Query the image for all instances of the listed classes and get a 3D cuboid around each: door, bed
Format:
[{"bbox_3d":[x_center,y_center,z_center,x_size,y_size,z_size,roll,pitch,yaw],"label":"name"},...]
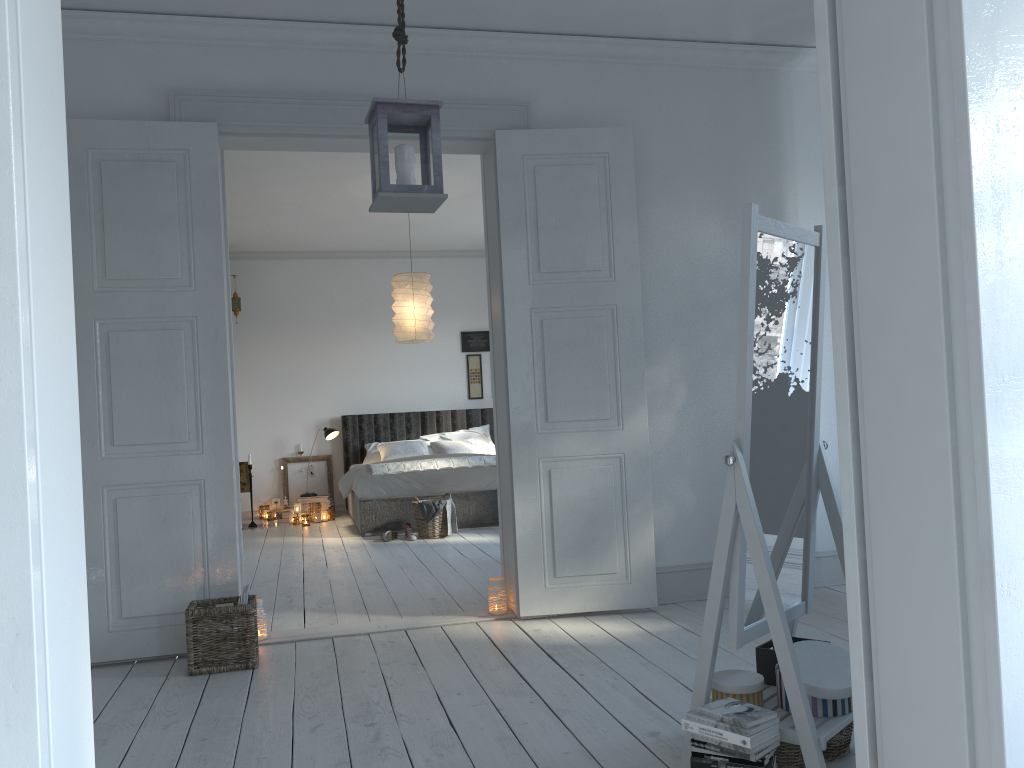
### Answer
[{"bbox_3d":[0.015,-0.211,1.330,2.598,2.505,0.578,-3,-1,-13],"label":"door"},{"bbox_3d":[-0.739,0.780,8.687,1.888,1.046,2.177,-3,-2,-14],"label":"bed"},{"bbox_3d":[-0.685,-0.085,4.262,2.598,2.505,0.578,-3,-1,-13],"label":"door"}]

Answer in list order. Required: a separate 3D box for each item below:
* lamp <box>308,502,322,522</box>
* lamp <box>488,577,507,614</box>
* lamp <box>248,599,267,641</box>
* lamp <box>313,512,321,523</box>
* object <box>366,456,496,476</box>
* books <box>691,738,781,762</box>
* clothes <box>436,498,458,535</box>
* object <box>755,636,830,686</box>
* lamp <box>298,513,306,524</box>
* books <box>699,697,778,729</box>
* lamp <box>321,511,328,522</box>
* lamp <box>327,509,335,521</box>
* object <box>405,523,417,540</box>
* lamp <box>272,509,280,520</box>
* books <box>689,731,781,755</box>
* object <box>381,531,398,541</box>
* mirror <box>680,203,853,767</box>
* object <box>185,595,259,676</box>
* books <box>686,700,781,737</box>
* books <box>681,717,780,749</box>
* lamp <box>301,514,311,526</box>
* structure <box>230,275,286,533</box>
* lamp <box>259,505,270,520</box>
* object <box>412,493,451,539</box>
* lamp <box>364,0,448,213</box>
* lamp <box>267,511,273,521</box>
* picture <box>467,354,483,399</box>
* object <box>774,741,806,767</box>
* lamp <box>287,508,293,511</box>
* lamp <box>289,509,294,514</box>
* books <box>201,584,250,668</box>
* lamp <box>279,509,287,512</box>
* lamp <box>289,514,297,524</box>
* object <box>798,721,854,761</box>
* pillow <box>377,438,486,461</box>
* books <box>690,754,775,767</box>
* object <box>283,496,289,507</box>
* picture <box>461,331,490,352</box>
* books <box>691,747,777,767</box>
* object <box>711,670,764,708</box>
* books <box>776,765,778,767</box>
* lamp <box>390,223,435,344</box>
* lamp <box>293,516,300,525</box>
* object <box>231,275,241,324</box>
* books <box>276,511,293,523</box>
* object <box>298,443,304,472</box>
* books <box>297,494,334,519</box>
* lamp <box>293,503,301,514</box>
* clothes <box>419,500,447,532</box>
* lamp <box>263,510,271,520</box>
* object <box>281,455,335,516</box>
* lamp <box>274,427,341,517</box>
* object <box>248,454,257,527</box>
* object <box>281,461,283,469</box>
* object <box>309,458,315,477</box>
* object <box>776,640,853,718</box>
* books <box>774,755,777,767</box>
[{"bbox_3d":[-1.962,1.279,8.851,0.117,0.188,0.121,-3,-1,29],"label":"lamp"},{"bbox_3d":[-0.072,1.044,4.368,0.089,0.166,0.089,-3,-1,-21],"label":"lamp"},{"bbox_3d":[-1.180,1.088,4.091,0.093,0.179,0.093,-2,-1,-31],"label":"lamp"},{"bbox_3d":[-1.921,1.318,8.745,0.081,0.098,0.080,-3,-1,21],"label":"lamp"},{"bbox_3d":[-0.553,0.708,7.865,1.460,0.104,0.405,-3,-2,-14],"label":"object"},{"bbox_3d":[0.552,0.886,2.192,0.177,0.016,0.128,-5,-2,43],"label":"books"},{"bbox_3d":[-0.622,1.092,7.273,0.283,0.288,0.235,-4,-1,26],"label":"clothes"},{"bbox_3d":[0.820,0.810,2.580,0.155,0.103,0.165,-4,-2,41],"label":"object"},{"bbox_3d":[-2.069,1.326,8.750,0.081,0.098,0.080,-3,-1,21],"label":"lamp"},{"bbox_3d":[0.557,0.811,2.188,0.111,0.014,0.156,-2,-2,-34],"label":"books"},{"bbox_3d":[-1.868,1.318,8.815,0.081,0.098,0.080,-3,-1,21],"label":"lamp"},{"bbox_3d":[-1.818,1.314,8.896,0.080,0.107,0.080,-2,-1,-41],"label":"lamp"},{"bbox_3d":[-0.828,1.208,7.238,0.083,0.122,0.222,-3,-2,-14],"label":"object"},{"bbox_3d":[-2.463,1.362,9.246,0.080,0.098,0.081,-2,-2,-42],"label":"lamp"},{"bbox_3d":[0.551,0.870,2.195,0.128,0.016,0.181,-1,-2,-42],"label":"books"},{"bbox_3d":[-1.031,1.235,7.235,0.120,0.084,0.222,-3,-2,15],"label":"object"},{"bbox_3d":[0.745,0.288,2.443,0.417,1.488,0.610,-4,-1,41],"label":"mirror"},{"bbox_3d":[-1.208,1.044,3.710,0.270,0.265,0.224,-3,-1,-13],"label":"object"},{"bbox_3d":[0.546,0.827,2.198,0.132,0.017,0.187,-1,-2,-40],"label":"books"},{"bbox_3d":[0.541,0.849,2.199,0.128,0.026,0.200,-1,-2,-42],"label":"books"},{"bbox_3d":[-1.986,1.311,8.532,0.081,0.106,0.081,-2,-1,-37],"label":"lamp"},{"bbox_3d":[-2.971,0.084,8.756,1.248,2.835,0.800,-3,-1,31],"label":"structure"},{"bbox_3d":[-2.604,1.350,9.332,0.107,0.141,0.108,-2,-1,-41],"label":"lamp"},{"bbox_3d":[-0.655,1.084,7.288,0.319,0.351,0.319,-3,-1,18],"label":"object"},{"bbox_3d":[-0.395,-1.479,2.982,0.228,1.761,0.228,-3,-1,-17],"label":"lamp"},{"bbox_3d":[-2.496,1.364,9.146,0.063,0.091,0.073,-3,-1,19],"label":"lamp"},{"bbox_3d":[-0.415,-0.082,9.954,0.165,0.504,0.020,-3,-1,-13],"label":"picture"},{"bbox_3d":[0.676,0.973,2.386,0.185,0.140,0.295,-2,-2,-42],"label":"object"},{"bbox_3d":[-2.315,1.355,9.274,0.081,0.098,0.080,-4,-1,33],"label":"lamp"},{"bbox_3d":[-2.256,1.348,9.155,0.080,0.098,0.081,-2,-2,-42],"label":"lamp"},{"bbox_3d":[-1.197,1.011,3.713,0.201,0.300,0.180,-3,-1,-14],"label":"books"},{"bbox_3d":[-2.381,1.356,9.214,0.080,0.098,0.081,-2,-2,-42],"label":"lamp"},{"bbox_3d":[-2.158,1.330,8.734,0.081,0.098,0.080,-3,-1,21],"label":"lamp"},{"bbox_3d":[0.831,0.970,2.533,0.185,0.140,0.295,-2,-2,-42],"label":"object"},{"bbox_3d":[-0.814,0.686,9.113,1.146,0.225,0.416,-2,-2,-21],"label":"pillow"},{"bbox_3d":[0.548,0.924,2.197,0.193,0.022,0.128,-4,-2,19],"label":"books"},{"bbox_3d":[-2.392,1.193,9.391,0.062,0.220,0.028,-3,-1,-19],"label":"object"},{"bbox_3d":[-0.387,-0.478,9.971,0.365,0.232,0.020,-3,-1,-13],"label":"picture"},{"bbox_3d":[0.549,0.903,2.189,0.178,0.016,0.128,-4,-2,29],"label":"books"},{"bbox_3d":[0.608,0.828,2.391,0.142,0.074,0.142,-2,-2,-30],"label":"object"},{"bbox_3d":[0.555,0.967,2.195,0.187,0.017,0.132,-4,-2,24],"label":"books"},{"bbox_3d":[-0.805,-0.949,7.031,0.339,1.231,0.340,-3,-1,18],"label":"lamp"},{"bbox_3d":[-2.104,1.335,8.642,0.067,0.078,0.070,-4,-1,28],"label":"lamp"},{"bbox_3d":[-2.833,-0.860,9.091,0.117,0.505,0.105,-2,-1,-40],"label":"object"},{"bbox_3d":[-2.297,1.347,8.979,0.175,0.096,0.262,-2,-2,-19],"label":"books"},{"bbox_3d":[-2.253,0.789,9.480,0.067,0.320,0.067,-3,-1,35],"label":"object"},{"bbox_3d":[-2.027,1.270,9.176,0.346,0.232,0.245,-3,-1,-5],"label":"books"},{"bbox_3d":[-2.117,1.230,8.746,0.081,0.098,0.080,-4,-1,30],"label":"lamp"},{"bbox_3d":[-0.643,1.078,7.231,0.246,0.270,0.298,-3,-1,-13],"label":"clothes"},{"bbox_3d":[-2.553,1.366,9.245,0.080,0.098,0.081,-2,-2,-42],"label":"lamp"},{"bbox_3d":[-2.174,1.087,9.467,0.528,0.630,0.082,-3,-1,-13],"label":"object"},{"bbox_3d":[-2.137,0.924,9.151,0.825,0.936,0.450,-3,-1,4],"label":"lamp"},{"bbox_3d":[-2.554,1.037,8.681,0.091,0.718,0.091,-3,-1,-4],"label":"object"},{"bbox_3d":[-2.446,0.844,9.418,0.024,0.126,0.023,-3,-1,-30],"label":"object"},{"bbox_3d":[-2.141,0.877,9.489,0.062,0.228,0.063,-3,-1,10],"label":"object"},{"bbox_3d":[0.810,0.775,2.341,0.207,0.158,0.241,-3,-1,-6],"label":"object"},{"bbox_3d":[0.563,0.946,2.193,0.167,0.022,0.128,-4,-2,20],"label":"books"}]
